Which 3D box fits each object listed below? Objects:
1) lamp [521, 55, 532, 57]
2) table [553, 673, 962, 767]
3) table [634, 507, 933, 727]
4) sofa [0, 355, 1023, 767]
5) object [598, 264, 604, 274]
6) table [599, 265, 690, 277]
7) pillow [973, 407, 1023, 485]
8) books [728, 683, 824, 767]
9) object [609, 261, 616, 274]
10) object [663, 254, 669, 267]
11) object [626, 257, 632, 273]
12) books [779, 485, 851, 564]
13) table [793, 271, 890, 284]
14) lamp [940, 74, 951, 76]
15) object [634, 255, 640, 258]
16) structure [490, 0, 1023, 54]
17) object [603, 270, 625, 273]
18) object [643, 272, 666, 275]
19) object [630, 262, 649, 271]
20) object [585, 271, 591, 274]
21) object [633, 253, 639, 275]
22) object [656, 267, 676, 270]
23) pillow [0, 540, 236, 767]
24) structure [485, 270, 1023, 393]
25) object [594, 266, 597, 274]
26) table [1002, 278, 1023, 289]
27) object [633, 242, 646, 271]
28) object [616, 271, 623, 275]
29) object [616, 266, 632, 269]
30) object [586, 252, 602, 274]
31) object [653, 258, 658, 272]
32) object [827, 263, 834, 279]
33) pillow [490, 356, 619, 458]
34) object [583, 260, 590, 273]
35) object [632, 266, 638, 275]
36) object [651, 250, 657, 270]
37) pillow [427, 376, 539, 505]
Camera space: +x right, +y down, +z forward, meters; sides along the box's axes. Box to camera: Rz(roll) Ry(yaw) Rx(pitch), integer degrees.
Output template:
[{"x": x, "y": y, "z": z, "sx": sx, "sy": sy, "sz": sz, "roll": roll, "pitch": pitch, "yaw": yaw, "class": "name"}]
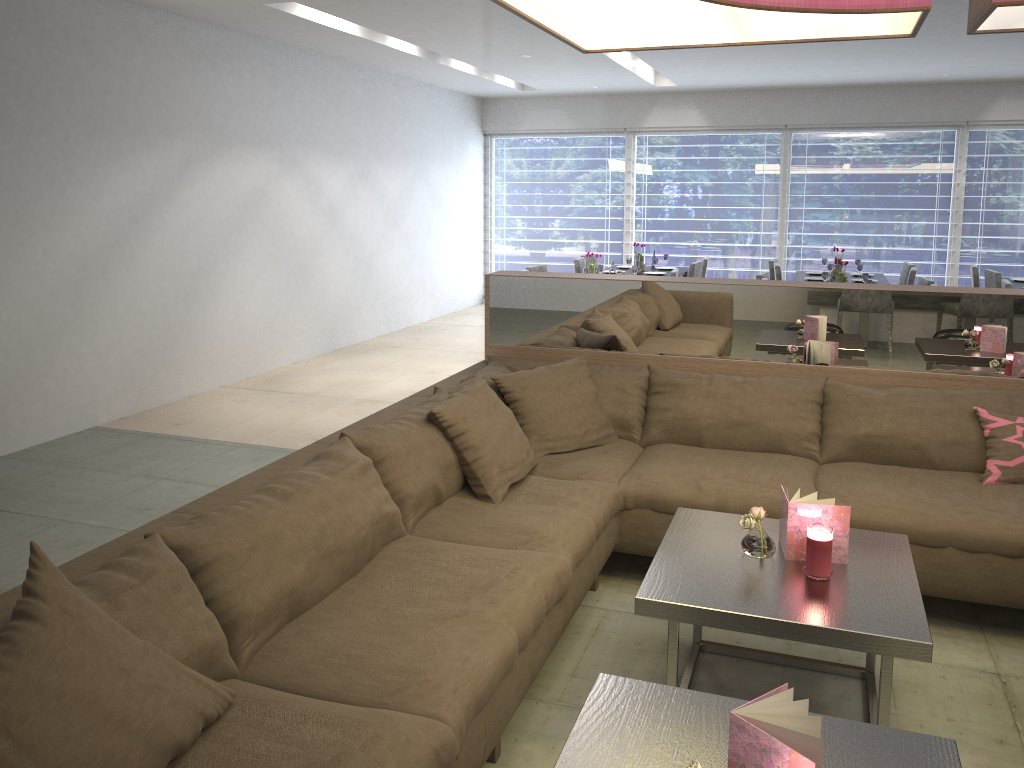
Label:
[{"x": 0.120, "y": -2.720, "z": 7.333, "sx": 0.089, "sy": 0.007, "sz": 0.090, "roll": -6, "pitch": 14, "yaw": -25, "class": "lamp"}, {"x": 0.376, "y": 0.881, "z": 1.417, "sx": 0.658, "sy": 0.407, "sz": 0.665, "roll": 4, "pitch": 12, "yaw": 19, "class": "table"}, {"x": 0.716, "y": 0.676, "z": 2.368, "sx": 0.658, "sy": 0.407, "sz": 0.665, "roll": 4, "pitch": 12, "yaw": 19, "class": "table"}, {"x": 1.103, "y": 0.623, "z": 2.015, "sx": 3.771, "sy": 0.668, "sz": 3.217, "roll": 5, "pitch": 13, "yaw": 19, "class": "sofa"}, {"x": 0.753, "y": -0.944, "z": 7.506, "sx": 0.053, "sy": 0.137, "sz": 0.054, "roll": -3, "pitch": 9, "yaw": -22, "class": "object"}, {"x": 1.233, "y": -0.773, "z": 8.522, "sx": 0.778, "sy": 0.627, "sz": 1.203, "roll": 4, "pitch": 12, "yaw": 19, "class": "table"}, {"x": 1.838, "y": 0.233, "z": 3.023, "sx": 0.464, "sy": 0.249, "sz": 0.182, "roll": 3, "pitch": 10, "yaw": 15, "class": "pillow"}, {"x": 0.448, "y": 0.603, "z": 1.386, "sx": 0.143, "sy": 0.162, "sz": 0.159, "roll": -7, "pitch": 12, "yaw": -35, "class": "books"}, {"x": 0.810, "y": -0.893, "z": 7.135, "sx": 0.052, "sy": 0.199, "sz": 0.052, "roll": -4, "pitch": 9, "yaw": -28, "class": "object"}, {"x": 1.535, "y": -1.227, "z": 8.822, "sx": 0.053, "sy": 0.137, "sz": 0.054, "roll": -3, "pitch": 9, "yaw": -22, "class": "object"}, {"x": 1.100, "y": -1.119, "z": 8.317, "sx": 0.053, "sy": 0.137, "sz": 0.054, "roll": -3, "pitch": 9, "yaw": -22, "class": "object"}, {"x": 0.800, "y": 0.391, "z": 2.370, "sx": 0.143, "sy": 0.162, "sz": 0.261, "roll": -3, "pitch": 11, "yaw": -16, "class": "books"}, {"x": 2.924, "y": -0.636, "z": 7.929, "sx": 0.778, "sy": 0.627, "sz": 1.203, "roll": 4, "pitch": 12, "yaw": 19, "class": "table"}, {"x": 4.113, "y": -2.933, "z": 8.391, "sx": 0.089, "sy": 0.007, "sz": 0.090, "roll": -6, "pitch": 14, "yaw": -25, "class": "lamp"}, {"x": 1.260, "y": -1.249, "z": 8.918, "sx": 0.053, "sy": 0.137, "sz": 0.054, "roll": -3, "pitch": 9, "yaw": -22, "class": "object"}, {"x": 1.003, "y": -1.201, "z": 1.730, "sx": 2.445, "sy": 0.611, "sz": 2.475, "roll": 4, "pitch": 13, "yaw": 19, "class": "structure"}, {"x": 0.951, "y": -1.045, "z": 8.261, "sx": 0.217, "sy": 0.015, "sz": 0.220, "roll": 0, "pitch": 12, "yaw": -2, "class": "object"}, {"x": 1.315, "y": -1.016, "z": 8.134, "sx": 0.217, "sy": 0.015, "sz": 0.220, "roll": 0, "pitch": 12, "yaw": -2, "class": "object"}, {"x": 1.234, "y": -1.148, "z": 8.544, "sx": 0.203, "sy": 0.099, "sz": 0.071, "roll": -2, "pitch": 10, "yaw": -11, "class": "object"}, {"x": 0.593, "y": -0.814, "z": 6.905, "sx": 0.053, "sy": 0.137, "sz": 0.054, "roll": -3, "pitch": 9, "yaw": -22, "class": "object"}, {"x": 1.130, "y": -1.087, "z": 8.031, "sx": 0.052, "sy": 0.199, "sz": 0.052, "roll": -2, "pitch": 9, "yaw": -16, "class": "object"}, {"x": 1.510, "y": -1.134, "z": 8.681, "sx": 0.217, "sy": 0.015, "sz": 0.220, "roll": 0, "pitch": 12, "yaw": -2, "class": "object"}, {"x": -0.699, "y": 0.480, "z": 1.436, "sx": 0.279, "sy": 0.400, "sz": 0.539, "roll": 2, "pitch": 11, "yaw": 8, "class": "pillow"}, {"x": 1.687, "y": 0.113, "z": 3.592, "sx": 3.778, "sy": 0.997, "sz": 0.226, "roll": 5, "pitch": 9, "yaw": 19, "class": "structure"}, {"x": 0.624, "y": -0.781, "z": 6.615, "sx": 0.052, "sy": 0.199, "sz": 0.052, "roll": -4, "pitch": 9, "yaw": -28, "class": "object"}, {"x": 4.520, "y": -0.508, "z": 7.370, "sx": 0.778, "sy": 0.627, "sz": 1.203, "roll": 4, "pitch": 12, "yaw": 19, "class": "table"}, {"x": 1.217, "y": -1.221, "z": 8.470, "sx": 0.104, "sy": 0.273, "sz": 0.156, "roll": 3, "pitch": 9, "yaw": 17, "class": "object"}, {"x": 0.835, "y": -0.806, "z": 6.870, "sx": 0.053, "sy": 0.137, "sz": 0.054, "roll": -3, "pitch": 9, "yaw": -22, "class": "object"}, {"x": 1.147, "y": -1.163, "z": 8.808, "sx": 0.217, "sy": 0.015, "sz": 0.220, "roll": 0, "pitch": 12, "yaw": -2, "class": "object"}, {"x": 0.651, "y": -0.920, "z": 7.073, "sx": 0.104, "sy": 0.273, "sz": 0.156, "roll": 3, "pitch": 9, "yaw": 17, "class": "object"}, {"x": 1.343, "y": -1.111, "z": 8.283, "sx": 0.053, "sy": 0.137, "sz": 0.054, "roll": -3, "pitch": 9, "yaw": -22, "class": "object"}, {"x": 2.783, "y": -0.984, "z": 7.728, "sx": 0.053, "sy": 0.137, "sz": 0.054, "roll": -3, "pitch": 9, "yaw": -22, "class": "object"}, {"x": 0.172, "y": 0.097, "z": 3.479, "sx": 0.505, "sy": 0.352, "sz": 0.300, "roll": -8, "pitch": 13, "yaw": -38, "class": "pillow"}, {"x": 0.609, "y": -0.917, "z": 7.241, "sx": 0.052, "sy": 0.199, "sz": 0.052, "roll": -4, "pitch": 9, "yaw": -28, "class": "object"}, {"x": 1.028, "y": -0.922, "z": 7.409, "sx": 0.053, "sy": 0.137, "sz": 0.054, "roll": -3, "pitch": 9, "yaw": -22, "class": "object"}, {"x": 1.373, "y": -1.200, "z": 8.556, "sx": 0.052, "sy": 0.199, "sz": 0.052, "roll": -2, "pitch": 9, "yaw": -16, "class": "object"}, {"x": -0.093, "y": 0.185, "z": 3.061, "sx": 0.312, "sy": 0.335, "sz": 0.500, "roll": 3, "pitch": 11, "yaw": 13, "class": "pillow"}]
